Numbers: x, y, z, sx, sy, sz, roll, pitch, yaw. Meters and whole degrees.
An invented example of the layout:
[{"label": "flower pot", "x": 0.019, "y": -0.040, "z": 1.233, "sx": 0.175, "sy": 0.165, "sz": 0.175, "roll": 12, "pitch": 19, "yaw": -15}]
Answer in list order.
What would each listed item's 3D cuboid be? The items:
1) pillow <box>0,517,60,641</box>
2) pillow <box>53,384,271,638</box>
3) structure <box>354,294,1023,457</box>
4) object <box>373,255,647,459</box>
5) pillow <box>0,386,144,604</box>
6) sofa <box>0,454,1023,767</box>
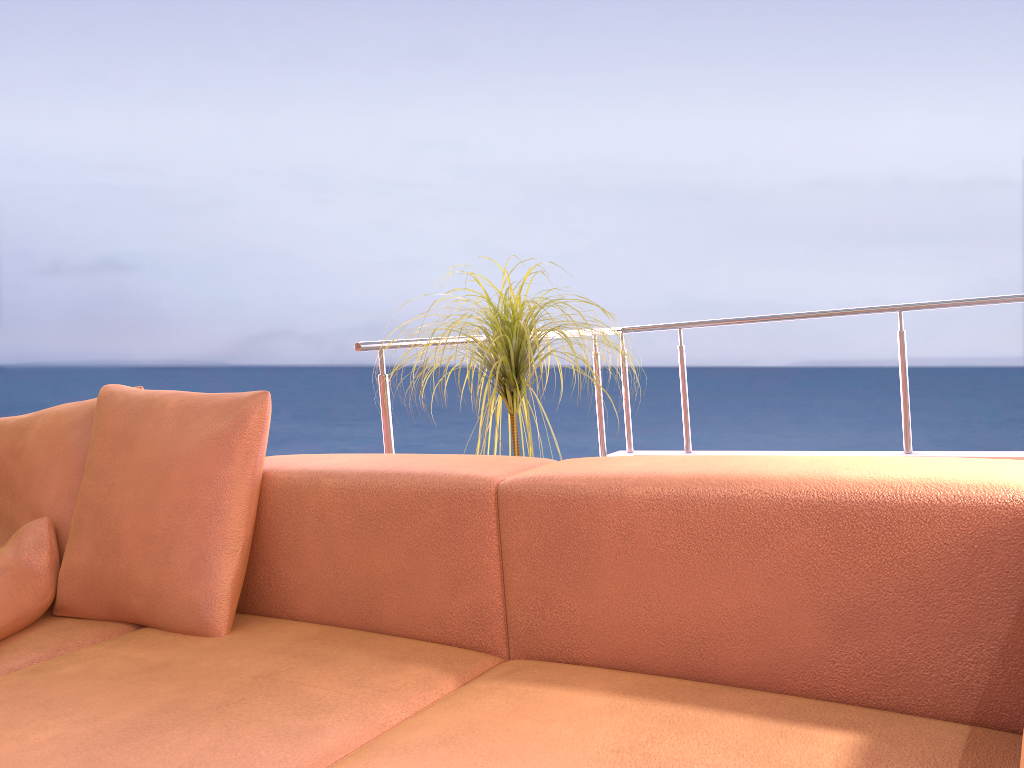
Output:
[{"label": "pillow", "x": -1.168, "y": 0.370, "z": 1.596, "sx": 0.517, "sy": 0.292, "sz": 0.514, "roll": -4, "pitch": 3, "yaw": 2}, {"label": "pillow", "x": -0.676, "y": 0.229, "z": 1.723, "sx": 0.470, "sy": 0.468, "sz": 0.211, "roll": -3, "pitch": 3, "yaw": 28}, {"label": "structure", "x": 1.739, "y": 0.009, "z": 2.036, "sx": 4.176, "sy": 0.541, "sz": 1.663, "roll": -3, "pitch": 3, "yaw": 33}, {"label": "object", "x": 0.011, "y": 0.215, "z": 2.344, "sx": 0.703, "sy": 1.088, "sz": 0.729, "roll": -4, "pitch": 3, "yaw": 2}, {"label": "pillow", "x": -1.002, "y": 0.242, "z": 1.941, "sx": 0.492, "sy": 0.446, "sz": 0.255, "roll": -4, "pitch": 3, "yaw": 17}, {"label": "sofa", "x": -0.443, "y": 0.499, "z": 1.416, "sx": 2.781, "sy": 0.672, "sz": 0.943, "roll": -3, "pitch": 3, "yaw": 33}]
